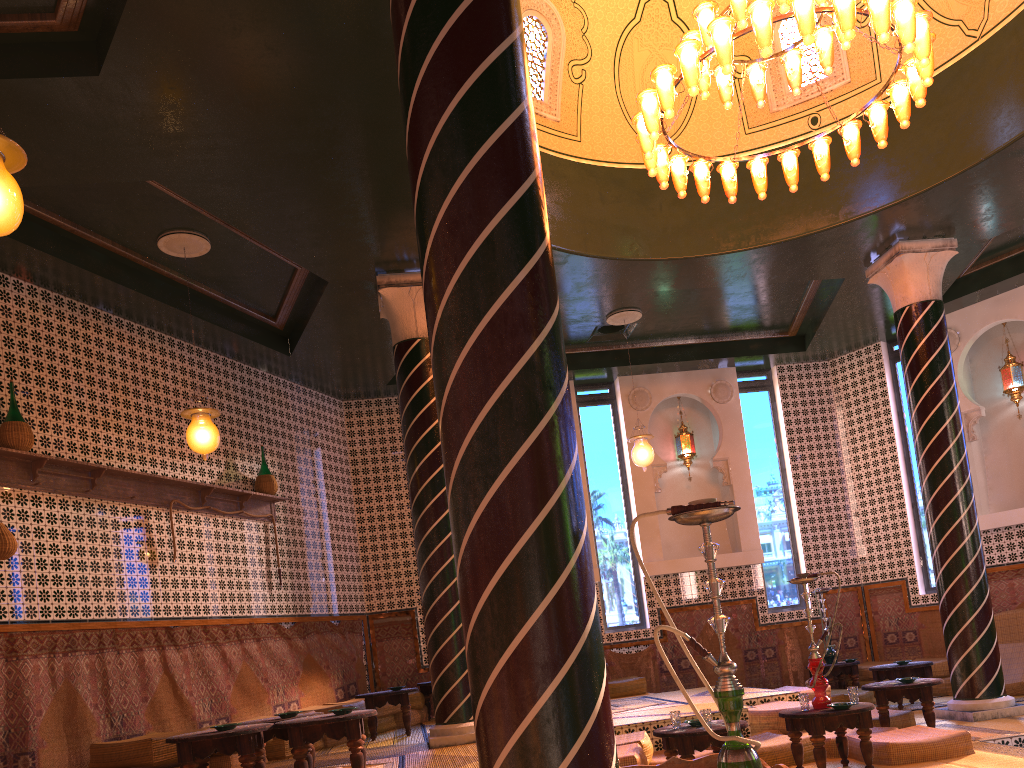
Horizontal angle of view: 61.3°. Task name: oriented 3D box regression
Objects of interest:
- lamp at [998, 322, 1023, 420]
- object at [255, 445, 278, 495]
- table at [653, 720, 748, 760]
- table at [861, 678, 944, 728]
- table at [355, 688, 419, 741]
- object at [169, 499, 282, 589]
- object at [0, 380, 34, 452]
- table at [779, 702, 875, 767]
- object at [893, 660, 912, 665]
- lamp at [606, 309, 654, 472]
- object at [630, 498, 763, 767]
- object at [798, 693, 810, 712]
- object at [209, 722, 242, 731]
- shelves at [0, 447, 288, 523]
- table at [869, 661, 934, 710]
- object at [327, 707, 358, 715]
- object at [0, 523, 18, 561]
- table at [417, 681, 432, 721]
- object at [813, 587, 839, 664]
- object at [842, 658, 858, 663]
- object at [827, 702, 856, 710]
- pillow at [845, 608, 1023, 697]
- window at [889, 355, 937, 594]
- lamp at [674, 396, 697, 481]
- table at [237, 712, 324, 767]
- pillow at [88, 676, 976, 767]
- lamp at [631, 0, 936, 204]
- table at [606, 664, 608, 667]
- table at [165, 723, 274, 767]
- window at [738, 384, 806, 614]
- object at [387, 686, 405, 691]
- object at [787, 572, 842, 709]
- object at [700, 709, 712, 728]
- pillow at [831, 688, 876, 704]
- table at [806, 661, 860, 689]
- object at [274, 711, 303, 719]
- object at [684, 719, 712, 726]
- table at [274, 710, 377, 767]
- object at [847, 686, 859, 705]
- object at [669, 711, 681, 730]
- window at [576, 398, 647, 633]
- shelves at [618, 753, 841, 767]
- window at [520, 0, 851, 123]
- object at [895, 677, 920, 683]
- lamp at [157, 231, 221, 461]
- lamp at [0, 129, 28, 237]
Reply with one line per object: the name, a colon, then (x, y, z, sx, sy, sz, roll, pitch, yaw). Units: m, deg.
lamp: (7.557, -0.216, 13.056, 0.358, 1.536, 0.333, -4, -6, -35)
object: (-3.367, 1.181, 11.752, 0.308, 0.709, 0.301, -11, -7, 33)
table: (1.709, 3.341, 7.677, 0.834, 0.576, 0.875, -3, -13, -17)
table: (4.329, 3.583, 9.501, 0.855, 0.576, 0.854, -14, -14, 27)
table: (-1.620, 4.353, 11.379, 0.837, 0.576, 0.872, -6, -13, -3)
object: (-3.606, 2.085, 11.014, 0.061, 1.019, 2.030, -9, -14, 20)
object: (-4.795, 0.312, 8.320, 0.308, 0.709, 0.301, -11, -7, 33)
table: (2.909, 3.258, 7.892, 0.842, 0.576, 0.867, 5, -18, -43)
object: (5.466, 3.900, 12.073, 0.251, 0.044, 0.260, -9, -17, 6)
lamp: (1.767, 0.134, 12.474, 0.516, 2.277, 0.533, -5, -5, -20)
object: (0.788, 1.107, 3.556, 0.463, 1.232, 0.304, -7, -5, 0)
object: (2.667, 2.903, 7.873, 0.092, 0.160, 0.095, -6, -7, -6)
object: (-2.292, 2.756, 6.923, 0.258, 0.044, 0.254, -19, -20, 35)
shelves: (-4.070, 1.216, 9.939, 0.259, 0.333, 4.595, -10, -17, 20)
table: (5.493, 4.233, 12.107, 0.842, 0.576, 0.867, 5, -18, -43)
object: (-1.401, 2.719, 7.162, 0.251, 0.044, 0.260, -9, -17, 6)
object: (-4.774, 1.200, 7.928, 0.373, 0.829, 0.377, -8, -6, 10)
table: (-1.021, 4.873, 13.332, 0.843, 0.576, 0.866, -9, -13, 10)
object: (5.104, 3.938, 14.057, 0.305, 1.231, 0.465, -10, -6, 27)
object: (5.452, 4.462, 13.918, 0.251, 0.044, 0.260, -9, -17, 6)
object: (2.940, 2.875, 7.695, 0.258, 0.044, 0.254, -19, -20, 35)
pillow: (7.343, 3.785, 12.215, 1.405, 1.167, 5.972, 2, -18, -37)
window: (6.823, 1.401, 14.069, 0.090, 3.928, 0.794, -4, -6, -38)
lamp: (2.999, 0.939, 15.019, 0.366, 1.536, 0.326, -9, -5, 25)
table: (-2.079, 3.298, 7.740, 0.857, 0.576, 0.851, -15, -15, 30)
pillow: (-0.242, 3.726, 9.066, 10.002, 1.238, 10.358, -5, -17, -7)
lamp: (2.035, -4.382, 7.541, 2.470, 4.522, 2.537, -7, -7, -1)
table: (0.929, 4.157, 11.768, 0.840, 0.576, 0.869, -8, -13, 3)
table: (-2.309, 3.081, 6.935, 0.857, 0.576, 0.851, -15, -15, 30)
window: (4.464, 1.989, 15.054, 0.772, 3.928, 0.093, -6, -4, -8)
object: (-1.525, 4.020, 11.390, 0.251, 0.044, 0.260, -9, -17, 6)
object: (2.851, 2.353, 7.952, 0.465, 1.230, 0.305, -8, -5, 8)
object: (1.695, 2.913, 7.515, 0.091, 0.160, 0.095, -3, -9, -31)
pillow: (4.922, 4.816, 13.130, 0.975, 0.272, 0.985, 5, -20, -36)
table: (5.248, 4.843, 14.027, 0.838, 0.576, 0.870, -7, -13, 1)
object: (-1.994, 2.957, 7.705, 0.249, 0.044, 0.262, 0, -18, -22)
object: (1.675, 3.057, 7.785, 0.258, 0.044, 0.254, -19, -20, 35)
table: (-1.501, 3.038, 7.118, 0.857, 0.576, 0.851, -15, -15, 30)
object: (3.140, 2.864, 7.936, 0.091, 0.160, 0.095, -3, -9, -31)
object: (1.459, 2.993, 7.683, 0.094, 0.160, 0.092, -13, -9, 39)
window: (1.648, 2.220, 14.682, 0.772, 3.928, 0.093, -6, -4, -8)
shelves: (0.932, 2.258, 3.685, 0.744, 1.262, 1.230, -6, -10, -7)
window: (2.104, -4.405, 7.685, 5.862, 1.137, 5.609, -15, -18, 26)
object: (4.321, 3.241, 9.436, 0.249, 0.044, 0.262, 0, -18, -22)
lamp: (-3.264, -0.344, 8.881, 0.516, 2.277, 0.533, -5, -5, -20)
lamp: (-2.706, -1.796, 4.329, 0.516, 2.277, 0.533, -5, -5, -20)
